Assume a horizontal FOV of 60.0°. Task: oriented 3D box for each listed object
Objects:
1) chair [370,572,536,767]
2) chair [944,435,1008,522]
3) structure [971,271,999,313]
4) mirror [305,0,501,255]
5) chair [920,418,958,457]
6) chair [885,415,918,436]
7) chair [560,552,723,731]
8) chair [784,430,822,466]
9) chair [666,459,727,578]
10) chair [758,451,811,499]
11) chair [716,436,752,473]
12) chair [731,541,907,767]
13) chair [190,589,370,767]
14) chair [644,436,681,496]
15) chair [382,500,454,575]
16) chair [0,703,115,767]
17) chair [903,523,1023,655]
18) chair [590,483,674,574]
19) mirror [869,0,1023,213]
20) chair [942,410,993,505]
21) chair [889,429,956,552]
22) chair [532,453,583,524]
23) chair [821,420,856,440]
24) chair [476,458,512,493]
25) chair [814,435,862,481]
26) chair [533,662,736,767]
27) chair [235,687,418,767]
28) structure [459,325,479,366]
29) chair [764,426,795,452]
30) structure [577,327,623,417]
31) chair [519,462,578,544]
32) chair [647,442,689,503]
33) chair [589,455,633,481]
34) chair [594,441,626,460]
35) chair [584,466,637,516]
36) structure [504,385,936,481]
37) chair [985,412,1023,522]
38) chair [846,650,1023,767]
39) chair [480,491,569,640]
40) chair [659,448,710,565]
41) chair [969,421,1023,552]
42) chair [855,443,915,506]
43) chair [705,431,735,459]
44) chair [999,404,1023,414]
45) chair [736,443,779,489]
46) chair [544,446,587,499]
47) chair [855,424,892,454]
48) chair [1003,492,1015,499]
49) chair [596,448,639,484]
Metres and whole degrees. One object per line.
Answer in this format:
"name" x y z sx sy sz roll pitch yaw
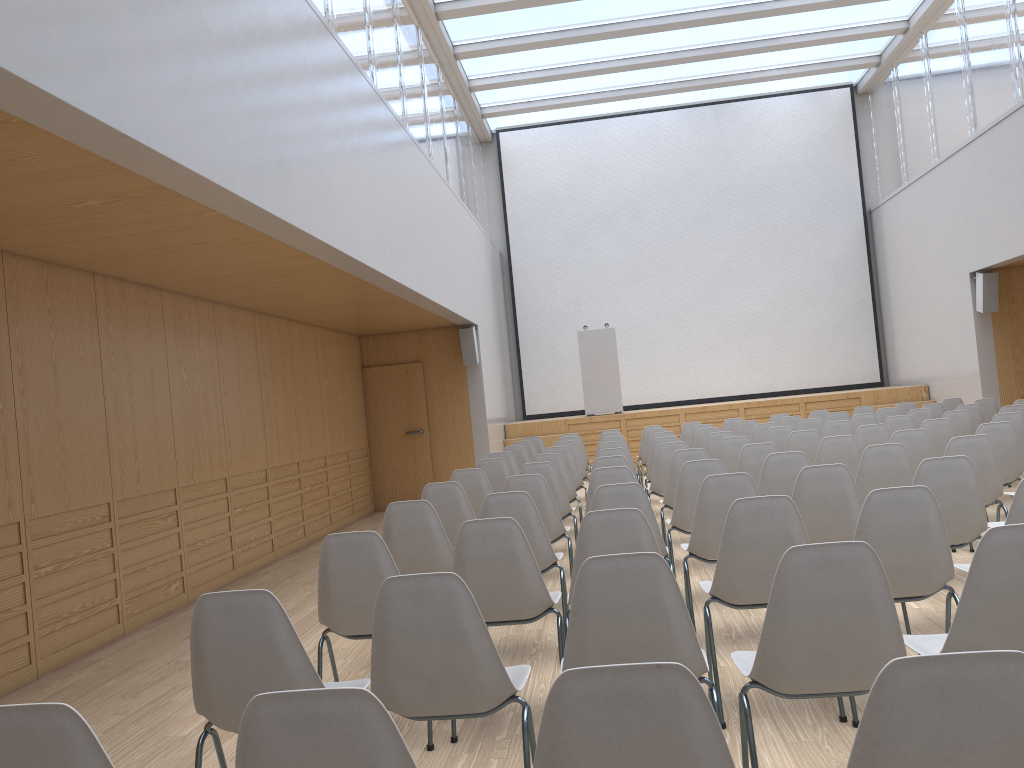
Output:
"chair" -0.181 0.955 2.653 0.479 0.876 0.505 -6 -1 6
"chair" 2.744 0.740 5.424 0.479 0.876 0.505 -6 -1 6
"structure" 6.137 -1.190 11.471 0.196 0.542 0.368 -6 -1 6
"mirror" -1.395 -3.510 7.419 0.253 2.089 17.828 -6 -1 6
"chair" 3.459 0.716 7.310 0.479 0.876 0.505 -6 -1 6
"chair" 3.602 0.726 8.320 0.479 0.876 0.505 -6 -1 6
"chair" 0.369 0.903 2.662 0.479 0.876 0.505 -6 -1 6
"chair" 2.442 0.817 7.458 0.479 0.876 0.505 -6 -1 6
"chair" 1.201 0.890 5.521 0.479 0.876 0.505 -6 -1 6
"chair" 1.693 0.843 5.509 0.479 0.876 0.505 -6 -1 6
"chair" 1.902 0.870 7.526 0.479 0.876 0.505 -6 -1 6
"chair" 0.886 0.850 2.538 0.479 0.876 0.505 -6 -1 6
"chair" -0.692 1.004 2.667 0.479 0.876 0.505 -6 -1 6
"chair" 1.505 0.932 8.506 0.479 0.876 0.505 -6 -1 6
"chair" -0.458 1.031 4.735 0.479 0.876 0.505 -6 -1 6
"chair" -0.789 0.993 1.772 0.479 0.876 0.505 -6 -1 6
"chair" 1.408 0.800 2.541 0.479 0.876 0.505 -6 -1 6
"chair" 0.589 0.927 4.581 0.479 0.876 0.505 -6 -1 6
"mirror" 5.325 -4.172 6.694 0.253 2.089 17.828 -6 -1 6
"chair" 4.088 0.678 8.248 0.479 0.876 0.505 -6 -1 6
"chair" 2.826 0.755 6.392 0.479 0.876 0.505 -6 -1 6
"chair" 0.360 1.022 7.664 0.479 0.876 0.505 -6 -1 6
"chair" 3.071 0.779 8.406 0.479 0.876 0.505 -6 -1 6
"chair" -0.109 1.069 7.743 0.479 0.876 0.505 -6 -1 6
"chair" 2.357 0.802 6.461 0.479 0.876 0.505 -6 -1 6
"chair" 0.245 0.891 1.670 0.479 0.876 0.505 -6 -1 6
"chair" -0.264 0.940 1.697 0.479 0.876 0.505 -6 -1 6
"structure" -0.585 -0.528 12.196 0.196 0.542 0.368 -6 -1 6
"chair" 2.539 0.830 8.394 0.479 0.876 0.505 -6 -1 6
"structure" 1.441 -0.185 14.450 0.605 1.379 0.605 -6 -1 6
"chair" 0.250 1.009 6.688 0.479 0.876 0.505 -6 -1 6
"chair" 1.388 0.920 7.553 0.479 0.876 0.505 -6 -1 6
"chair" 0.770 0.958 6.614 0.479 0.876 0.505 -6 -1 6
"chair" 0.990 0.983 8.602 0.479 0.876 0.505 -6 -1 6
"chair" 0.670 0.944 5.637 0.479 0.876 0.505 -6 -1 6
"structure" 3.231 0.853 14.466 6.552 1.027 2.728 -6 -1 6
"chair" 3.986 0.664 7.232 0.479 0.876 0.505 -6 -1 6
"chair" 0.736 0.842 1.569 0.479 0.876 0.505 -6 -1 6
"chair" 0.040 0.982 4.700 0.479 0.876 0.505 -6 -1 6
"chair" 1.335 0.903 6.581 0.479 0.876 0.505 -6 -1 6
"chair" 3.372 0.700 6.293 0.479 0.876 0.505 -6 -1 6
"chair" 2.241 0.788 5.409 0.479 0.876 0.505 -6 -1 6
"chair" 2.008 0.883 8.472 0.479 0.876 0.505 -6 -1 6
"chair" 4.598 0.629 8.241 0.479 0.876 0.505 -6 -1 6
"chair" 1.800 0.855 6.462 0.479 0.876 0.505 -6 -1 6
"chair" 0.497 1.032 8.673 0.479 0.876 0.505 -6 -1 6
"chair" 2.971 0.765 7.382 0.479 0.876 0.505 -6 -1 6
"chair" 3.258 0.688 5.320 0.479 0.876 0.505 -6 -1 6
"chair" 0.886 0.968 7.525 0.479 0.876 0.505 -6 -1 6
